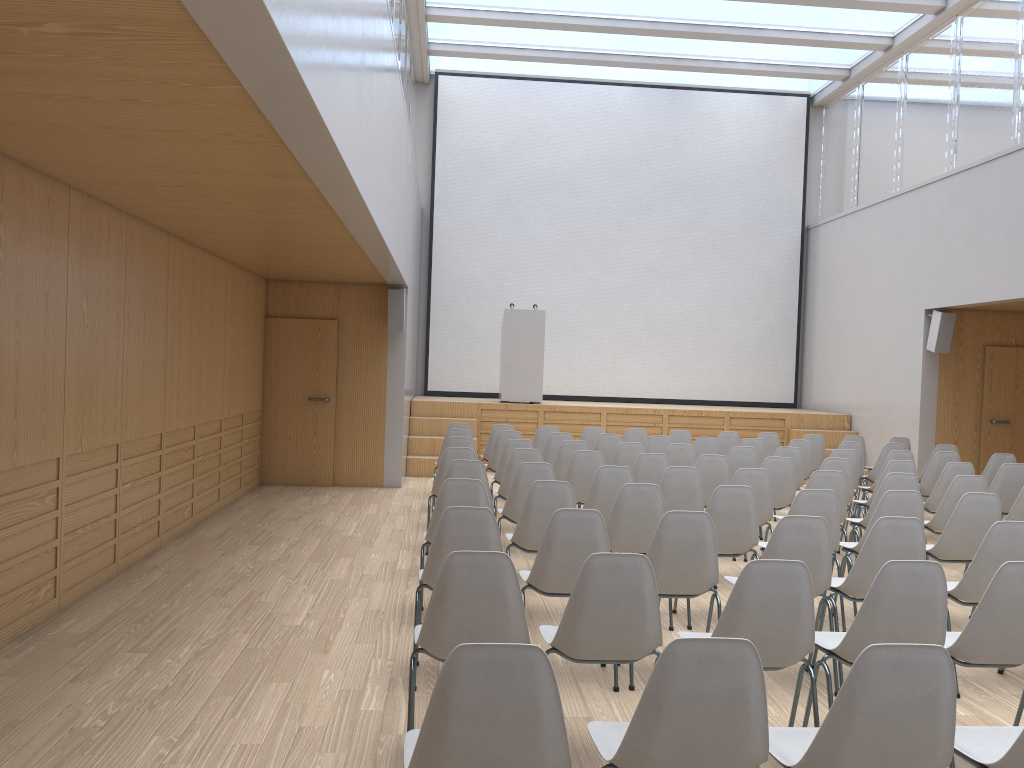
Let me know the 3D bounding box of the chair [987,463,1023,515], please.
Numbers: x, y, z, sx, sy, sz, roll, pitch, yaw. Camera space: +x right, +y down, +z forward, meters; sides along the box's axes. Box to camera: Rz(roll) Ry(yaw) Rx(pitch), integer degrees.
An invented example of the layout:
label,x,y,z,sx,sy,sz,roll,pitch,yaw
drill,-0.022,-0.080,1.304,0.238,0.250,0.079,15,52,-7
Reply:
label,x,y,z,sx,sy,sz,roll,pitch,yaw
chair,4.213,1.101,7.743,0.479,0.876,0.505,2,1,-4

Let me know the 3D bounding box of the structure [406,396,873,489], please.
label,x,y,z,sx,sy,sz,roll,pitch,yaw
structure,1.749,0.849,13.617,6.552,1.027,2.728,2,1,-4

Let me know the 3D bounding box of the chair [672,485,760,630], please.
label,x,y,z,sx,sy,sz,roll,pitch,yaw
chair,1.289,1.034,5.524,0.479,0.876,0.505,2,1,-4

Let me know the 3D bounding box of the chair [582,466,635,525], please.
label,x,y,z,sx,sy,sz,roll,pitch,yaw
chair,0.675,0.997,6.371,0.479,0.876,0.505,2,1,-4

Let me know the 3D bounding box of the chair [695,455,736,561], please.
label,x,y,z,sx,sy,sz,roll,pitch,yaw
chair,1.613,1.010,7.504,0.479,0.876,0.505,2,1,-4

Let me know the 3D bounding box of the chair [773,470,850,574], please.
label,x,y,z,sx,sy,sz,roll,pitch,yaw
chair,2.224,1.049,6.585,0.479,0.876,0.505,2,1,-4

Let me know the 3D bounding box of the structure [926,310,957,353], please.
label,x,y,z,sx,sy,sz,roll,pitch,yaw
structure,5.385,-0.659,11.154,0.196,0.542,0.368,2,1,-4

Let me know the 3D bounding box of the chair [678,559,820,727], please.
label,x,y,z,sx,sy,sz,roll,pitch,yaw
chair,0.912,1.059,3.423,0.479,0.876,0.505,2,1,-4

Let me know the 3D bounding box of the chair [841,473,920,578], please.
label,x,y,z,sx,sy,sz,roll,pitch,yaw
chair,2.760,1.068,6.606,0.479,0.876,0.505,2,1,-4

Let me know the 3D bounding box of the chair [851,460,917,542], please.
label,x,y,z,sx,sy,sz,roll,pitch,yaw
chair,3.215,1.066,7.641,0.479,0.876,0.505,2,1,-4

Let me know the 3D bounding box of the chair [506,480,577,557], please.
label,x,y,z,sx,sy,sz,roll,pitch,yaw
chair,0.198,0.996,5.434,0.479,0.876,0.505,2,1,-4

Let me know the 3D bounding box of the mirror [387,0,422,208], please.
label,x,y,z,sx,sy,sz,roll,pitch,yaw
mirror,-0.931,-3.726,5.743,0.253,2.090,17.826,2,1,-4

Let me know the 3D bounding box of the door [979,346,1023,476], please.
label,x,y,z,sx,sy,sz,roll,pitch,yaw
door,6.474,0.542,11.382,0.873,2.024,0.108,2,1,-4

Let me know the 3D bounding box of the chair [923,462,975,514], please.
label,x,y,z,sx,sy,sz,roll,pitch,yaw
chair,3.708,1.084,7.658,0.479,0.876,0.505,2,1,-4

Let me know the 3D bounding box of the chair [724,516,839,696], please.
label,x,y,z,sx,sy,sz,roll,pitch,yaw
chair,1.347,1.056,4.457,0.479,0.876,0.505,2,1,-4

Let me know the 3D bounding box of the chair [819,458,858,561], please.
label,x,y,z,sx,sy,sz,roll,pitch,yaw
chair,2.675,1.046,7.630,0.479,0.876,0.505,2,1,-4

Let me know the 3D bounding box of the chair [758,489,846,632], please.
label,x,y,z,sx,sy,sz,roll,pitch,yaw
chair,1.769,1.053,5.490,0.479,0.876,0.505,2,1,-4

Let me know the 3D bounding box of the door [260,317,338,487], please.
label,x,y,z,sx,sy,sz,roll,pitch,yaw
door,-2.583,0.224,10.718,0.873,2.024,0.108,2,1,-4

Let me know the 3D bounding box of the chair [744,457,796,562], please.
label,x,y,z,sx,sy,sz,roll,pitch,yaw
chair,2.152,1.029,7.523,0.479,0.876,0.505,2,1,-4

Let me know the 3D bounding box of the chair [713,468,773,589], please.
label,x,y,z,sx,sy,sz,roll,pitch,yaw
chair,1.679,1.030,6.555,0.479,0.876,0.505,2,1,-4

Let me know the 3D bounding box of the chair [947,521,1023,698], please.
label,x,y,z,sx,sy,sz,roll,pitch,yaw
chair,2.395,1.093,4.534,0.479,0.876,0.505,2,1,-4

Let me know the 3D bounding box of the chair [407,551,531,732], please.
label,x,y,z,sx,sy,sz,roll,pitch,yaw
chair,-0.150,1.021,3.385,0.479,0.876,0.505,2,1,-4

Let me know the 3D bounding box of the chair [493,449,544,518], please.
label,x,y,z,sx,sy,sz,roll,pitch,yaw
chair,0.084,0.956,7.430,0.479,0.876,0.505,2,1,-4

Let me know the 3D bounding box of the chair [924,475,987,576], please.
label,x,y,z,sx,sy,sz,roll,pitch,yaw
chair,3.256,1.086,6.622,0.479,0.876,0.505,2,1,-4

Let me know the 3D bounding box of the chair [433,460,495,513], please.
label,x,y,z,sx,sy,sz,roll,pitch,yaw
chair,-0.347,0.959,6.406,0.479,0.876,0.505,2,1,-4

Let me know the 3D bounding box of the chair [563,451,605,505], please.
label,x,y,z,sx,sy,sz,roll,pitch,yaw
chair,0.584,0.974,7.449,0.479,0.876,0.505,2,1,-4

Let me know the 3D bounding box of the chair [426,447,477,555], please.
label,x,y,z,sx,sy,sz,roll,pitch,yaw
chair,-0.455,0.938,7.332,0.479,0.876,0.505,2,1,-4

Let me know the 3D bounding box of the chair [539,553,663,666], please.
label,x,y,z,sx,sy,sz,roll,pitch,yaw
chair,0.349,1.038,3.440,0.479,0.876,0.505,2,1,-4

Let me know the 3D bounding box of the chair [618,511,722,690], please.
label,x,y,z,sx,sy,sz,roll,pitch,yaw
chair,0.801,1.036,4.476,0.479,0.876,0.505,2,1,-4

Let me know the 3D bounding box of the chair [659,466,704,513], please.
label,x,y,z,sx,sy,sz,roll,pitch,yaw
chair,1.166,1.012,6.489,0.479,0.876,0.505,2,1,-4

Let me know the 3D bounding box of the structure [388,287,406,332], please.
label,x,y,z,sx,sy,sz,roll,pitch,yaw
structure,-1.386,-0.897,10.658,0.196,0.542,0.368,2,1,-4

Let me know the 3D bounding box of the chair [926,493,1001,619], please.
label,x,y,z,sx,sy,sz,roll,pitch,yaw
chair,2.796,1.088,5.606,0.479,0.876,0.505,2,1,-4

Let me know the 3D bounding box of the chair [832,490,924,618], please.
label,x,y,z,sx,sy,sz,roll,pitch,yaw
chair,2.320,1.071,5.589,0.479,0.876,0.505,2,1,-4

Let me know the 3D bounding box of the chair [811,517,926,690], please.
label,x,y,z,sx,sy,sz,roll,pitch,yaw
chair,1.836,1.072,4.533,0.479,0.876,0.505,2,1,-4

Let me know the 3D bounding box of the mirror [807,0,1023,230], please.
label,x,y,z,sx,sy,sz,roll,pitch,yaw
mirror,5.838,-3.489,6.238,0.253,2.090,17.826,2,1,-4

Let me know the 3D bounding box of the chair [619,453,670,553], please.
label,x,y,z,sx,sy,sz,roll,pitch,yaw
chair,1.110,0.993,7.447,0.479,0.876,0.505,2,1,-4

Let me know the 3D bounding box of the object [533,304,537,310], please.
label,x,y,z,sx,sy,sz,roll,pitch,yaw
object,0.364,-1.041,13.186,0.166,0.305,0.252,1,1,-32

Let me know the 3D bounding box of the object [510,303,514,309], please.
label,x,y,z,sx,sy,sz,roll,pitch,yaw
object,0.017,-1.054,13.161,0.166,0.305,0.252,1,1,-32

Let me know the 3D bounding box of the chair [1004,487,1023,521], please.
label,x,y,z,sx,sy,sz,roll,pitch,yaw
chair,3.790,1.105,6.641,0.479,0.876,0.505,2,1,-4

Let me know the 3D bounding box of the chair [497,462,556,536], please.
label,x,y,z,sx,sy,sz,roll,pitch,yaw
chair,0.131,0.976,6.413,0.479,0.876,0.505,2,1,-4

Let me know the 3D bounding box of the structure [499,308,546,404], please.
label,x,y,z,sx,sy,sz,roll,pitch,yaw
structure,0.145,-0.407,13.250,0.605,1.379,0.605,2,1,-4

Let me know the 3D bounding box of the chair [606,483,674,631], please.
label,x,y,z,sx,sy,sz,roll,pitch,yaw
chair,0.725,1.015,5.454,0.479,0.876,0.505,2,1,-4
